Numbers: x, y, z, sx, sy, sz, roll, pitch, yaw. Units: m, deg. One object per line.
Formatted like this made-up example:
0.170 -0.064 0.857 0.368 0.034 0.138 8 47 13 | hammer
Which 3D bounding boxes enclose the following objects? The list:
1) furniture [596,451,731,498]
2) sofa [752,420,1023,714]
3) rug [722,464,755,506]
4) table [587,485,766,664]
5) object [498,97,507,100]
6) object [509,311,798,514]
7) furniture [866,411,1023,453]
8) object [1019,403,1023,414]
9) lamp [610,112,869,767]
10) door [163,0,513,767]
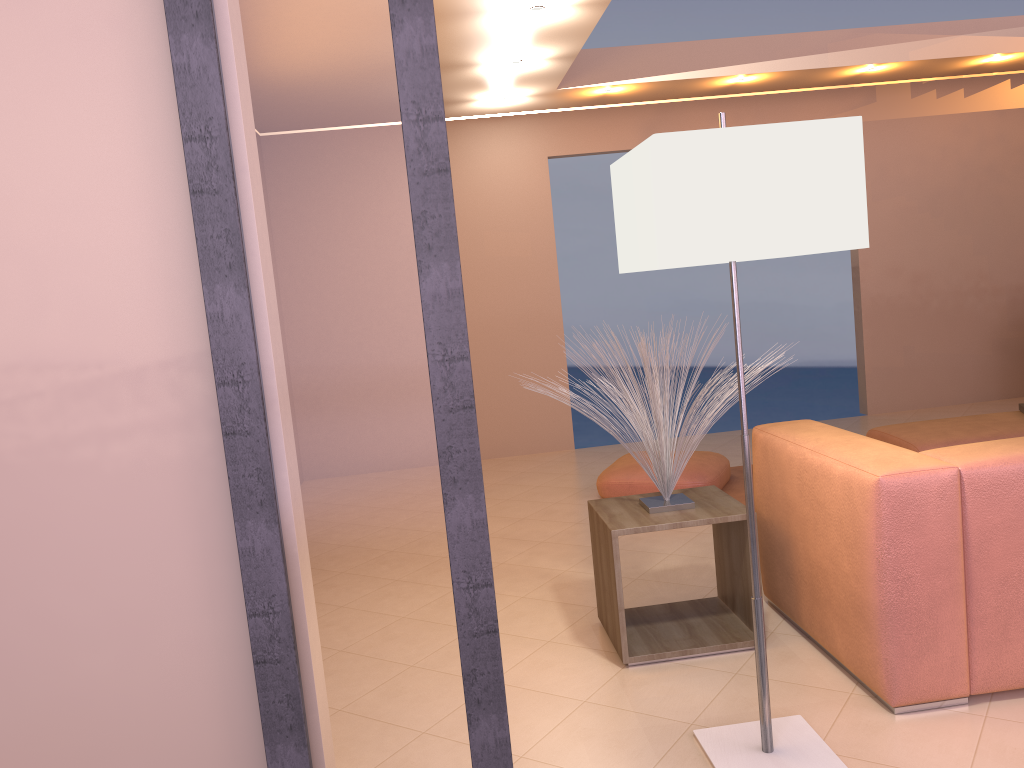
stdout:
0.879 0.521 5.127 0.699 0.226 0.659 -3 7 25 | furniture
2.282 0.363 2.893 2.781 0.672 0.943 -6 6 -5 | sofa
2.274 0.513 4.650 2.626 0.005 1.833 -6 6 -5 | rug
0.542 0.627 3.008 0.469 0.436 0.415 -6 6 -5 | table
-0.062 -1.875 5.827 0.058 0.004 0.058 -10 7 -32 | object
0.496 0.106 2.867 0.703 0.634 0.700 0 8 41 | object
2.510 0.318 4.382 1.291 0.301 0.685 -6 6 0 | furniture
2.747 0.134 4.315 0.421 0.034 0.436 -3 6 20 | object
0.568 0.148 2.154 0.454 1.578 0.454 -6 6 -5 | lamp
-0.317 0.000 1.707 0.480 2.160 0.056 -6 6 -5 | door
